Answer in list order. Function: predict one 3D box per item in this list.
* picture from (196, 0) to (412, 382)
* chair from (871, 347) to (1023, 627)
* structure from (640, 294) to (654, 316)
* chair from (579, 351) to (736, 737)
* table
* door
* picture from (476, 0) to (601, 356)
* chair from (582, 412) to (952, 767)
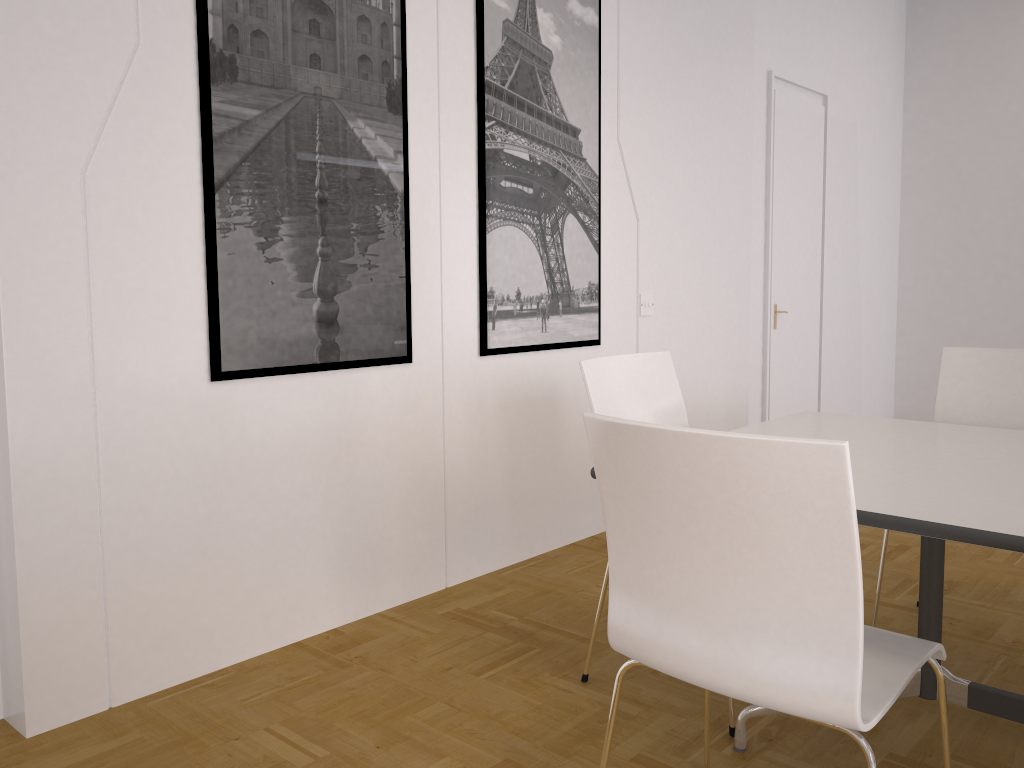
[{"bbox_3d":[-0.627,-0.925,2.816,0.013,1.777,0.787,4,7,42],"label":"picture"},{"bbox_3d":[1.518,0.370,2.792,0.561,0.929,0.576,4,7,42],"label":"chair"},{"bbox_3d":[0.656,-0.385,4.308,0.013,0.104,0.114,4,7,42],"label":"structure"},{"bbox_3d":[0.535,0.392,2.606,0.576,0.929,0.561,4,7,42],"label":"chair"},{"bbox_3d":[1.490,0.584,1.787,2.413,0.721,1.212,5,8,42],"label":"table"},{"bbox_3d":[1.880,-0.748,5.896,0.132,2.448,0.872,4,7,42],"label":"door"},{"bbox_3d":[0.136,-1.026,3.661,0.016,1.777,0.787,4,7,42],"label":"picture"},{"bbox_3d":[0.469,0.507,1.647,0.561,0.929,0.576,4,7,42],"label":"chair"}]
